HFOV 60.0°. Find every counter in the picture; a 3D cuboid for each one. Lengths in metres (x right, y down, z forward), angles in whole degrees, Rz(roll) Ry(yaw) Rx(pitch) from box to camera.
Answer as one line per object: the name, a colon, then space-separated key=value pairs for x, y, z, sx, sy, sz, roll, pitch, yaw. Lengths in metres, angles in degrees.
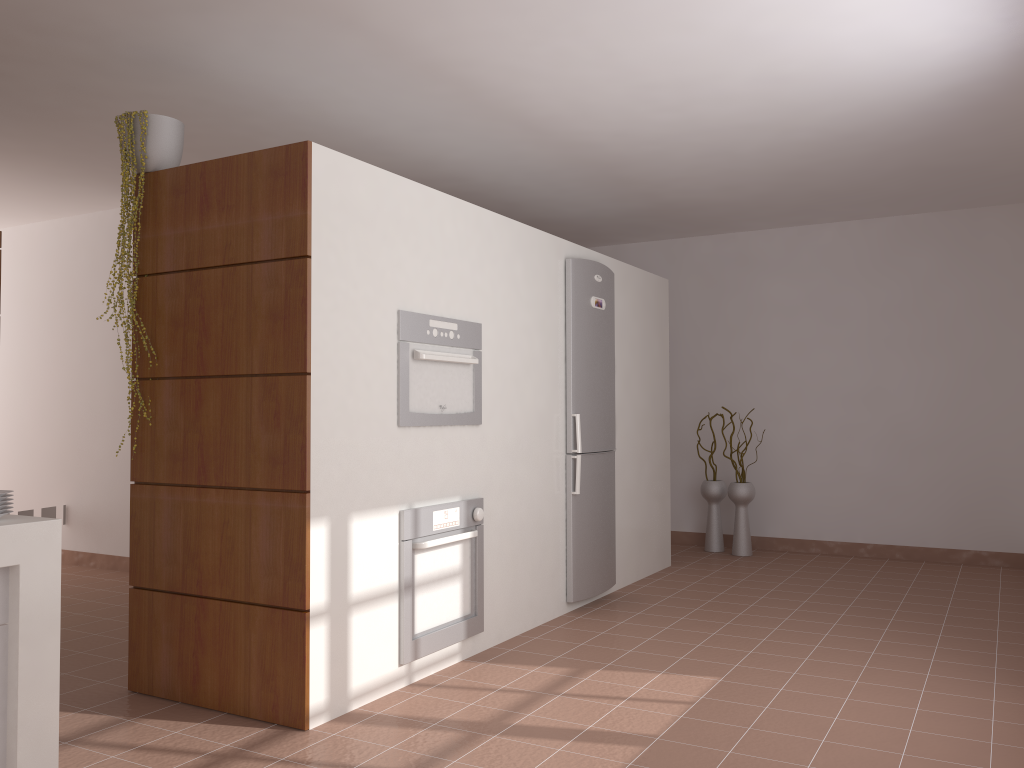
counter: x=-2.028 y=0.721 z=1.504 sx=0.821 sy=0.800 sz=2.156 roll=-1 pitch=-2 yaw=29

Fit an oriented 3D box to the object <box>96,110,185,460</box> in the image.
object: x=-1.446 y=-0.380 z=3.476 sx=0.297 sy=1.344 sz=0.279 roll=0 pitch=-2 yaw=-11

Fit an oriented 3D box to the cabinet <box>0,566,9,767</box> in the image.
cabinet: x=-2.052 y=0.769 z=1.451 sx=0.737 sy=0.700 sz=2.048 roll=-1 pitch=-2 yaw=29

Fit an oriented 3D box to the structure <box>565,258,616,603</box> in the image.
structure: x=0.464 y=0.243 z=4.986 sx=0.089 sy=1.862 sz=0.604 roll=-1 pitch=-2 yaw=29

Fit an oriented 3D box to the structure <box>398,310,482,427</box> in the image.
structure: x=-0.270 y=-0.054 z=3.708 sx=0.056 sy=0.454 sz=0.614 roll=-1 pitch=-2 yaw=29

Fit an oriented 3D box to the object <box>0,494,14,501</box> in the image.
object: x=-1.371 y=0.290 z=2.176 sx=0.228 sy=0.020 sz=0.228 roll=-1 pitch=-2 yaw=11

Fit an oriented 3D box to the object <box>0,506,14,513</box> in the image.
object: x=-1.371 y=0.320 z=2.175 sx=0.228 sy=0.020 sz=0.228 roll=-1 pitch=-2 yaw=11

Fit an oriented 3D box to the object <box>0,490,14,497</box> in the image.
object: x=-1.371 y=0.279 z=2.177 sx=0.228 sy=0.020 sz=0.228 roll=-1 pitch=-2 yaw=11

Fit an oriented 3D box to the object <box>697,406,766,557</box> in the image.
object: x=1.684 y=0.723 z=6.654 sx=0.284 sy=1.112 sz=0.655 roll=2 pitch=-3 yaw=-41

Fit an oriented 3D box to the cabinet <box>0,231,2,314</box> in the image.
cabinet: x=-4.080 y=-0.237 z=2.628 sx=0.754 sy=1.200 sz=4.718 roll=-1 pitch=-2 yaw=29

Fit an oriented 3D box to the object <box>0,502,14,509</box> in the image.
object: x=-1.371 y=0.310 z=2.176 sx=0.228 sy=0.020 sz=0.228 roll=-1 pitch=-2 yaw=11

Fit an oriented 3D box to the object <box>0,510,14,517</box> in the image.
object: x=-1.371 y=0.330 z=2.175 sx=0.228 sy=0.020 sz=0.228 roll=-1 pitch=-2 yaw=11

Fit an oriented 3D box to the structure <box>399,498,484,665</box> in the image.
structure: x=-0.271 y=0.795 z=3.684 sx=0.058 sy=0.592 sz=0.596 roll=-1 pitch=-2 yaw=29

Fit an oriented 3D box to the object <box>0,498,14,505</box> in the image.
object: x=-1.371 y=0.300 z=2.176 sx=0.228 sy=0.020 sz=0.228 roll=-1 pitch=-2 yaw=11
